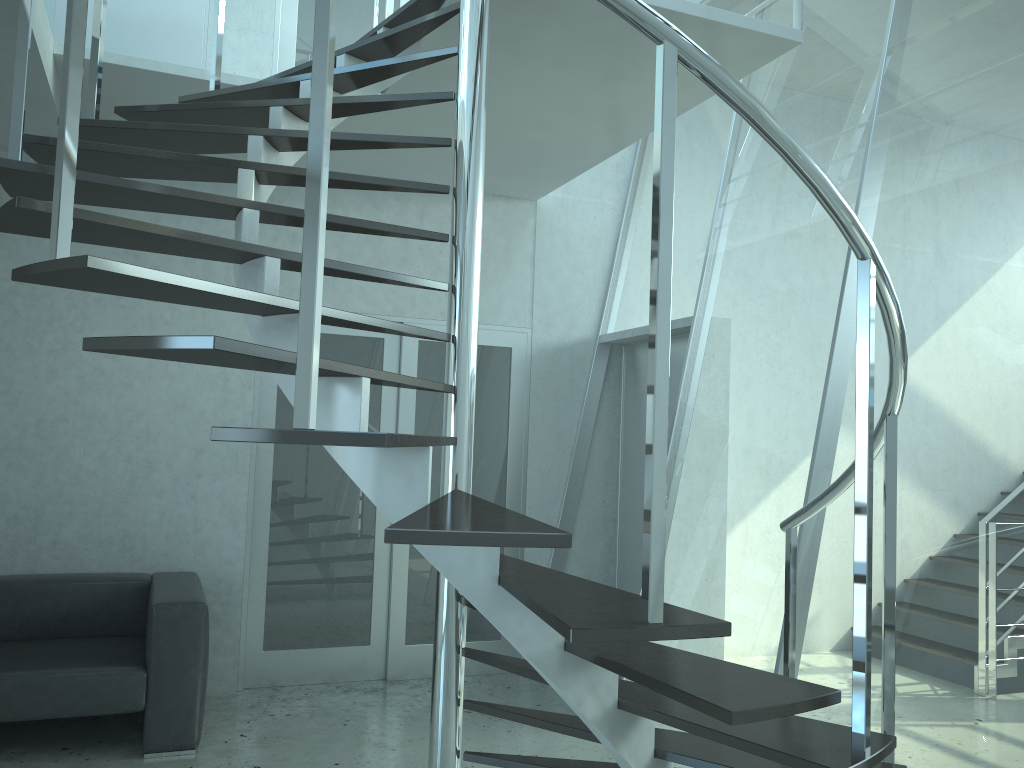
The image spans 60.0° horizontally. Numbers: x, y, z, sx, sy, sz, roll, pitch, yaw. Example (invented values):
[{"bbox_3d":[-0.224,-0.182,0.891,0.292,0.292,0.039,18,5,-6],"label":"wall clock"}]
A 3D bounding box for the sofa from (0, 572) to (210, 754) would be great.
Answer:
[{"bbox_3d":[-2.440,1.238,3.954,2.025,0.652,0.943,4,-4,-22],"label":"sofa"}]

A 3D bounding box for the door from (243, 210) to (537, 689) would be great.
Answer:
[{"bbox_3d":[-0.376,0.384,5.892,1.162,3.200,2.576,0,-4,26],"label":"door"}]

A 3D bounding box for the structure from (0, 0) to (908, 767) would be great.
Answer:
[{"bbox_3d":[-0.396,-0.460,3.348,2.655,4.156,3.780,4,-4,-22],"label":"structure"}]
